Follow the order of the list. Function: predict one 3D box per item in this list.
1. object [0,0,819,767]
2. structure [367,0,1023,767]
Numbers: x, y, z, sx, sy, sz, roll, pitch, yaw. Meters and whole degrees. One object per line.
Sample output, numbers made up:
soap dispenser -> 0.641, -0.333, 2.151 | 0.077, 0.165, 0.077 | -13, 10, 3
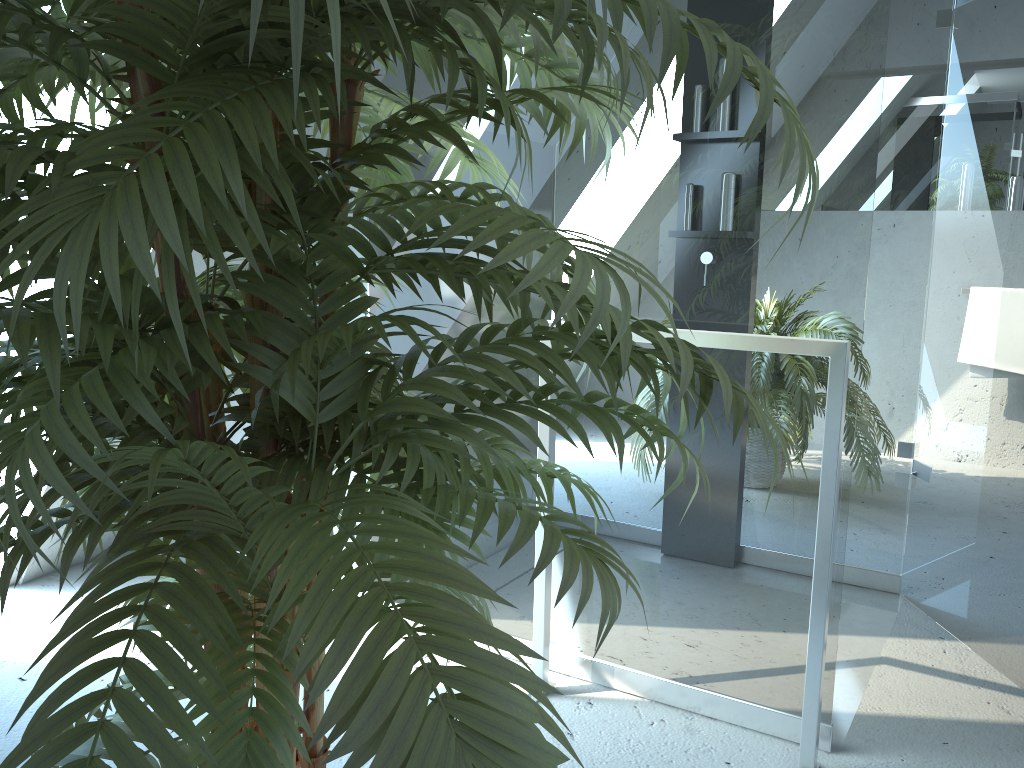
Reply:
object -> -0.261, -0.138, 0.866 | 1.020, 2.034, 0.980 | -1, 9, -11
structure -> 0.626, -0.366, 2.184 | 1.835, 2.114, 1.184 | 6, 10, 30
